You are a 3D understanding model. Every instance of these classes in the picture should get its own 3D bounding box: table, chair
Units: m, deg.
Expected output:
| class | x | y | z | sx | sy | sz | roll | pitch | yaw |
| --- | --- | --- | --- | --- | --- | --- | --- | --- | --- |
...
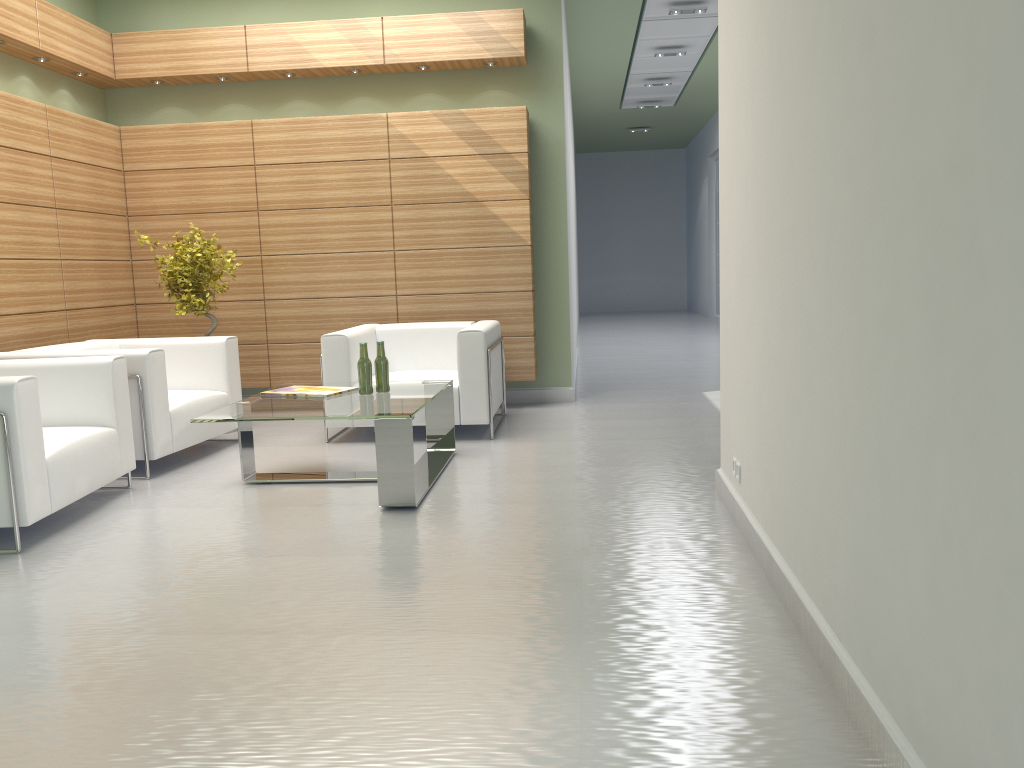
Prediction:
| class | x | y | z | sx | sy | sz | roll | pitch | yaw |
| --- | --- | --- | --- | --- | --- | --- | --- | --- | --- |
| table | -1.560 | 0.487 | 8.055 | 1.783 | 0.742 | 2.197 | -1 | 7 | 5 |
| chair | -4.266 | 0.490 | 7.063 | 1.802 | 1.234 | 1.894 | -2 | 7 | 0 |
| chair | -1.104 | -0.072 | 10.543 | 1.894 | 1.234 | 1.802 | -1 | 7 | 5 |
| chair | -4.063 | 0.187 | 9.359 | 1.769 | 1.234 | 1.894 | -1 | 7 | 10 |

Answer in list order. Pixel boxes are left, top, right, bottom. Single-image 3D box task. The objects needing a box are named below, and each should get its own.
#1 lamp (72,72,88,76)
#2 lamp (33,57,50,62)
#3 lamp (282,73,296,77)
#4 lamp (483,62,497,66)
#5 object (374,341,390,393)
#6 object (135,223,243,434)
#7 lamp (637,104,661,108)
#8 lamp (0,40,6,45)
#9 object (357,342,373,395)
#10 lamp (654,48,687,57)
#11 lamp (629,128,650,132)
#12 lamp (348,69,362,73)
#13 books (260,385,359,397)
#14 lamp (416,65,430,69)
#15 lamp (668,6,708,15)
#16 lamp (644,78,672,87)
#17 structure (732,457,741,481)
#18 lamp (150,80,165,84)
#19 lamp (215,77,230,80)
| class | x | y | z | sx | sy | sz | roll | pitch | yaw |
| --- | --- | --- | --- | --- | --- | --- | --- | --- | --- |
| lamp | -5.491 | -3.963 | 11.272 | 0.181 | 0.074 | 0.181 | -4 | 8 | -12 |
| lamp | -5.555 | -3.858 | 10.473 | 0.181 | 0.074 | 0.181 | -5 | 8 | -23 |
| lamp | -2.949 | -4.112 | 11.720 | 0.181 | 0.074 | 0.181 | -7 | 9 | -34 |
| lamp | -0.280 | -4.179 | 11.495 | 0.181 | 0.074 | 0.181 | -2 | 7 | -1 |
| object | -1.204 | -0.160 | 8.195 | 0.131 | 0.475 | 0.131 | -6 | 8 | -30 |
| object | -3.914 | -0.695 | 10.884 | 1.201 | 2.565 | 1.116 | -6 | 8 | -27 |
| lamp | 3.848 | -7.847 | 24.887 | 0.657 | 0.159 | 0.286 | -1 | 7 | 5 |
| lamp | -5.621 | -3.751 | 9.662 | 0.181 | 0.074 | 0.181 | -4 | 8 | -12 |
| object | -1.343 | -0.141 | 8.087 | 0.131 | 0.475 | 0.131 | -6 | 8 | -30 |
| lamp | 3.352 | -7.042 | 18.778 | 0.657 | 0.159 | 0.286 | -1 | 7 | 5 |
| lamp | 4.207 | -8.429 | 29.299 | 0.657 | 0.159 | 0.286 | -1 | 7 | 5 |
| lamp | -2.061 | -4.134 | 11.645 | 0.181 | 0.074 | 0.181 | -2 | 7 | -1 |
| books | -1.911 | 0.068 | 8.384 | 0.762 | 0.025 | 0.508 | 1 | 8 | 25 |
| lamp | -1.161 | -4.157 | 11.569 | 0.181 | 0.074 | 0.181 | -7 | 9 | -34 |
| lamp | 3.097 | -6.627 | 15.628 | 0.657 | 0.159 | 0.286 | -1 | 7 | 5 |
| lamp | 3.604 | -7.450 | 21.875 | 0.657 | 0.159 | 0.286 | -1 | 7 | 5 |
| structure | 1.612 | 0.610 | 6.361 | 0.017 | 0.118 | 0.262 | -1 | 7 | 5 |
| lamp | -4.750 | -4.067 | 11.873 | 0.181 | 0.074 | 0.181 | -2 | 7 | -1 |
| lamp | -3.855 | -4.090 | 11.797 | 0.181 | 0.074 | 0.181 | -2 | 7 | -1 |
